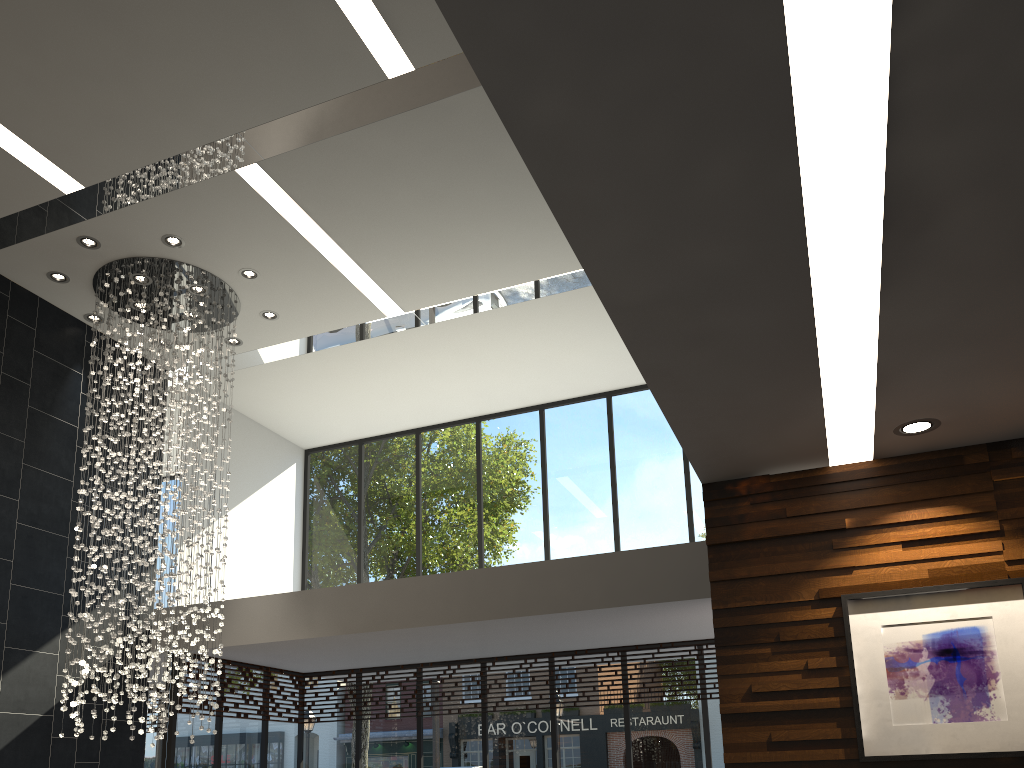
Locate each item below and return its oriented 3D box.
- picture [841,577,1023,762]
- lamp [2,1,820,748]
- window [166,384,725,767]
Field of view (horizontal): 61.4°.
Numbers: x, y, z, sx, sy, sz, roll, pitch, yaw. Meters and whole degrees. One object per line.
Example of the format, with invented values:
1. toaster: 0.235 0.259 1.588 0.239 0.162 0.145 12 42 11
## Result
1. picture: 1.900 1.267 3.806 0.772 0.724 0.035 -9 -15 21
2. lamp: -4.818 -42.212 10.510 411.740 106.795 416.135 19 -31 -39
3. window: -0.369 2.624 9.288 6.219 5.631 2.475 -9 -17 21
